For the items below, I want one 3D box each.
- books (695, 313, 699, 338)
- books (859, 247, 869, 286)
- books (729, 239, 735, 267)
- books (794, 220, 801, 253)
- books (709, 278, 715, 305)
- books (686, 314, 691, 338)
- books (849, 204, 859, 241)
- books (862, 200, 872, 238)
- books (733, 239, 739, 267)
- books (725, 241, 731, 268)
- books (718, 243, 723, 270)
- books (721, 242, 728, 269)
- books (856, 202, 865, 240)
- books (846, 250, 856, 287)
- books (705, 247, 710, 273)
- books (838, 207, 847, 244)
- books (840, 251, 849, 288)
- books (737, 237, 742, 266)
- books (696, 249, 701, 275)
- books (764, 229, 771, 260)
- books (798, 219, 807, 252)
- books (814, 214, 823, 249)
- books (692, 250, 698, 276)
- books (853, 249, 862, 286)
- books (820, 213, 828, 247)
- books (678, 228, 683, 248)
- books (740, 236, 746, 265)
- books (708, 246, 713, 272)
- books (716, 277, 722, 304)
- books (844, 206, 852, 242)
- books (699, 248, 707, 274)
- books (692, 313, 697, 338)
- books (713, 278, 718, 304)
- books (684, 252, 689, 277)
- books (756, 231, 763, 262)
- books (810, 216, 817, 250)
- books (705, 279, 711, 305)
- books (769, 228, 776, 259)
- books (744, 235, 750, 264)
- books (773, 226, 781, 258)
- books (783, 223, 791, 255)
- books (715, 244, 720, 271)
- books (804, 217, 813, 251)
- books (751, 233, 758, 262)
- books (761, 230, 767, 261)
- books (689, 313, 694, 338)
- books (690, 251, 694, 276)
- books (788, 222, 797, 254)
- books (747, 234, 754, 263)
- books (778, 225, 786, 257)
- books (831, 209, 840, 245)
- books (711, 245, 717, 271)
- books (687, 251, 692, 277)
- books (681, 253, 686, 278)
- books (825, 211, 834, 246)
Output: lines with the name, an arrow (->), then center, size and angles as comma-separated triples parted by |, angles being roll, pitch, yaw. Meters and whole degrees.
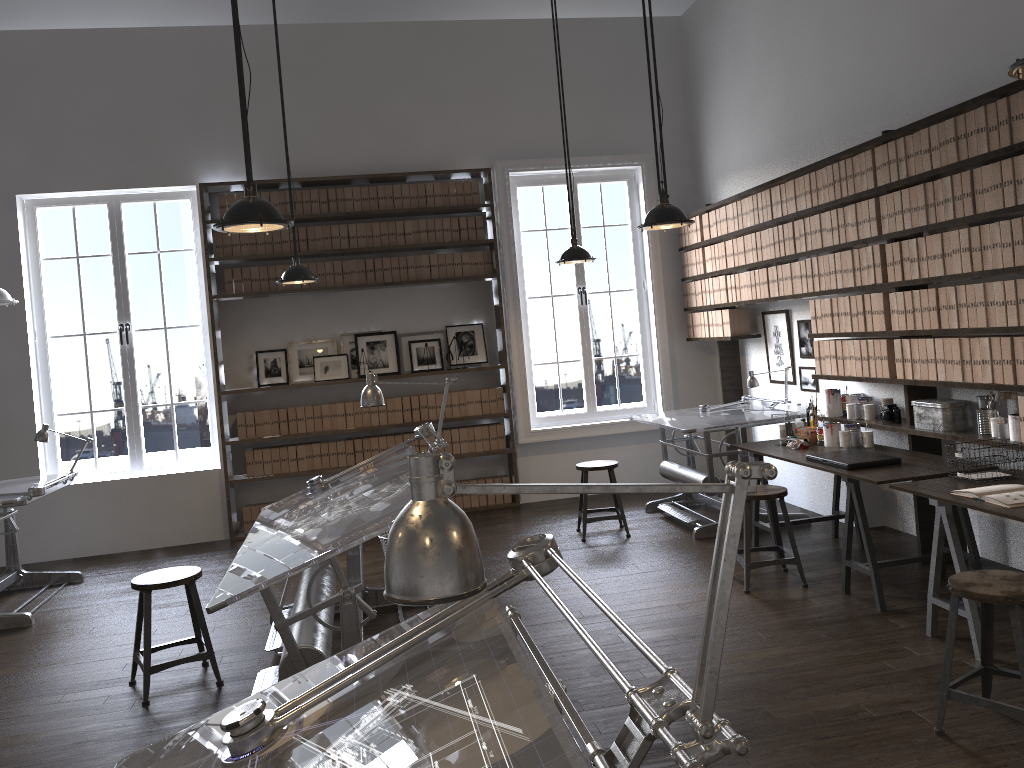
books -> 1.726, -0.527, 7.864 | 0.175, 0.225, 0.066 | -5, 0, -10
books -> 2.169, -0.704, 5.264 | 0.174, 0.225, 0.066 | -5, 0, -10
books -> 1.824, -1.039, 7.037 | 0.174, 0.225, 0.066 | -5, 0, -10
books -> 2.015, -0.999, 6.001 | 0.175, 0.225, 0.066 | -5, 0, -10
books -> 1.768, -0.789, 7.492 | 0.174, 0.225, 0.066 | -5, 0, -10
books -> 1.691, -0.536, 8.076 | 0.175, 0.225, 0.066 | -5, 0, -10
books -> 2.130, -0.972, 5.318 | 0.175, 0.226, 0.067 | -5, 0, -10
books -> 2.156, -0.968, 5.191 | 0.175, 0.225, 0.066 | -5, 0, -10
books -> 1.841, -1.036, 6.969 | 0.174, 0.225, 0.066 | -5, 0, -10
books -> 1.816, -1.042, 7.108 | 0.175, 0.225, 0.066 | -5, 0, -10
books -> 1.790, -1.047, 7.255 | 0.175, 0.225, 0.066 | -5, 0, -10
books -> 1.798, -1.044, 7.181 | 0.175, 0.226, 0.067 | -5, 0, -10
books -> 2.147, -0.970, 5.253 | 0.175, 0.225, 0.066 | -5, 0, -10
books -> 2.139, -0.709, 5.399 | 0.175, 0.226, 0.067 | -5, 0, -10
books -> 1.739, -1.057, 7.524 | 0.174, 0.225, 0.066 | -5, 0, -10
books -> 2.111, -0.978, 5.457 | 0.175, 0.225, 0.066 | -5, 0, -10
books -> 2.132, -0.712, 5.465 | 0.175, 0.225, 0.066 | -5, 0, -10
books -> 1.853, -1.034, 6.899 | 0.175, 0.225, 0.066 | -5, 0, -10
books -> 1.704, -1.071, 7.727 | 0.175, 0.225, 0.066 | -5, 0, -10
books -> 1.935, -1.015, 6.426 | 0.174, 0.225, 0.066 | -5, 0, -10
books -> 2.023, -0.996, 5.930 | 0.174, 0.225, 0.066 | -5, 0, -10
books -> 2.058, -0.988, 5.724 | 0.175, 0.226, 0.067 | -5, 0, -10
books -> 1.687, -1.073, 7.792 | 0.175, 0.226, 0.067 | -5, 0, -10
books -> 2.157, -0.707, 5.333 | 0.175, 0.225, 0.066 | -5, 0, -10
books -> 2.074, -0.986, 5.659 | 0.175, 0.225, 0.066 | -5, 0, -10
books -> 1.613, -1.360, 8.069 | 0.175, 0.226, 0.067 | -5, 0, -10
books -> 1.859, -1.030, 6.831 | 0.175, 0.226, 0.067 | -5, 0, -10
books -> 1.748, -1.054, 7.452 | 0.175, 0.225, 0.066 | -5, 0, -10
books -> 1.794, -0.784, 7.355 | 0.175, 0.225, 0.066 | -5, 0, -10
books -> 2.125, -0.976, 5.388 | 0.174, 0.225, 0.066 | -5, 0, -10
books -> 1.717, -1.068, 7.657 | 0.174, 0.225, 0.066 | -5, 0, -10
books -> 1.717, -0.530, 7.929 | 0.175, 0.225, 0.066 | -5, 0, -10
books -> 1.784, -0.787, 7.424 | 0.174, 0.225, 0.066 | -5, 0, -10
books -> 1.652, -1.081, 7.991 | 0.175, 0.226, 0.067 | -5, 0, -10
books -> 1.912, -1.021, 6.564 | 0.175, 0.225, 0.066 | -5, 0, -10
books -> 2.052, -0.991, 5.791 | 0.175, 0.225, 0.066 | -5, 0, -10
books -> 1.751, -0.792, 7.563 | 0.175, 0.225, 0.066 | -5, 0, -10
books -> 1.944, -1.012, 6.354 | 0.175, 0.225, 0.066 | -5, 0, -10
books -> 1.876, -1.028, 6.766 | 0.175, 0.225, 0.066 | -5, 0, -10
books -> 1.957, -1.009, 6.283 | 0.175, 0.226, 0.067 | -5, 0, -10
books -> 1.988, -1.005, 6.148 | 0.175, 0.225, 0.066 | -5, 0, -10
books -> 1.776, -1.050, 7.319 | 0.175, 0.225, 0.066 | -5, 0, -10
books -> 2.039, -0.994, 5.861 | 0.174, 0.225, 0.066 | -5, 0, -10
books -> 1.896, -1.023, 6.632 | 0.175, 0.226, 0.067 | -5, 0, -10
books -> 1.927, -1.018, 6.496 | 0.174, 0.225, 0.066 | -5, 0, -10
books -> 1.698, -0.532, 8.001 | 0.175, 0.226, 0.067 | -5, 0, -10
books -> 1.680, -1.076, 7.859 | 0.175, 0.225, 0.066 | -5, 0, -10
books -> 1.996, -1.002, 6.074 | 0.175, 0.226, 0.067 | -5, 0, -10
books -> 1.885, -1.026, 6.704 | 0.175, 0.225, 0.066 | -5, 0, -10
books -> 1.973, -1.007, 6.222 | 0.175, 0.225, 0.066 | -5, 0, -10
books -> 2.094, -0.980, 5.525 | 0.175, 0.226, 0.067 | -5, 0, -10
books -> 1.761, -1.051, 7.380 | 0.175, 0.226, 0.067 | -5, 0, -10
books -> 1.667, -1.078, 7.920 | 0.175, 0.225, 0.066 | -5, 0, -10
books -> 1.644, -1.084, 8.061 | 0.175, 0.225, 0.066 | -5, 0, -10
books -> 2.084, -0.983, 5.597 | 0.175, 0.225, 0.066 | -5, 0, -10
